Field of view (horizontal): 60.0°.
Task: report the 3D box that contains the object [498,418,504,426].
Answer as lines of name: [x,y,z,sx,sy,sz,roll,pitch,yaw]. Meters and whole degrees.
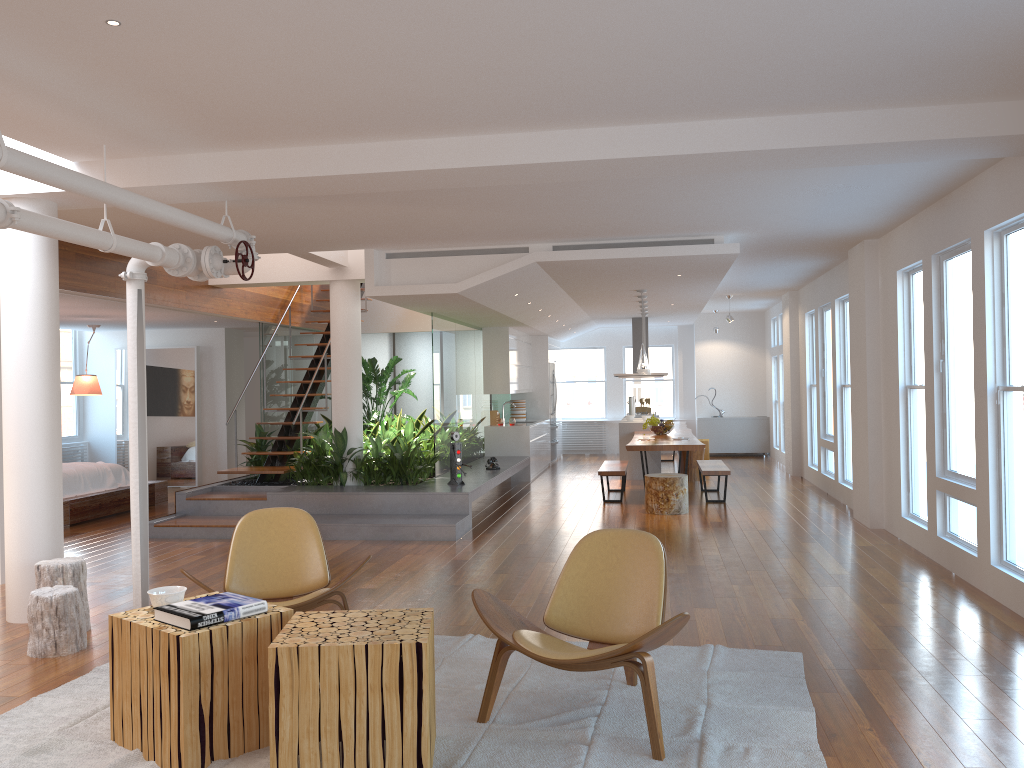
object: [-0.169,0.568,13.270,0.094,0.106,0.094,-1,0,15]

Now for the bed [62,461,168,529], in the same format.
bed: [-5.682,1.239,10.335,2.314,0.595,2.207,-1,0,9]

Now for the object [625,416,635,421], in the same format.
object: [1.787,0.523,13.435,0.152,0.082,0.152,-1,0,-42]

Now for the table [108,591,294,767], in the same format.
table: [-1.245,1.185,3.569,0.548,0.534,0.489,-1,0,39]

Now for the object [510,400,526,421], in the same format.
object: [0.097,0.446,14.817,0.267,0.356,0.266,-1,0,35]

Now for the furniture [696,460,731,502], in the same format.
furniture: [2.456,1.186,10.852,0.316,0.389,1.433,-1,0,9]

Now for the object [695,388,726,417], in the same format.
object: [3.760,0.349,16.727,0.590,0.563,0.210,-1,0,-20]

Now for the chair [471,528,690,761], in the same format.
chair: [0.358,1.044,3.653,0.867,0.752,0.856,-1,0,-31]

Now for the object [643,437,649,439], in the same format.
object: [1.661,0.675,10.993,0.070,0.030,0.079,-1,0,-28]

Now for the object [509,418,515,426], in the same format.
object: [0.003,0.564,13.195,0.094,0.106,0.094,-1,0,15]

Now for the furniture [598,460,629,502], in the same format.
furniture: [1.278,1.209,11.041,0.316,0.389,1.433,-1,0,9]

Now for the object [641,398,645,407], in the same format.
object: [2.322,0.399,15.689,0.057,0.299,0.019,-1,0,9]

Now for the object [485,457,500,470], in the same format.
object: [-0.253,0.983,11.034,0.216,0.155,0.181,-1,0,-26]

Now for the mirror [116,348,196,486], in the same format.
mirror: [-5.314,0.496,13.225,1.267,2.044,0.049,-1,0,9]

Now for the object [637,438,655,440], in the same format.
object: [1.662,0.681,10.993,0.222,0.020,0.222,-1,0,-40]

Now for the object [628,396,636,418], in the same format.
object: [2.018,0.384,14.833,0.172,0.356,0.120,-1,0,-33]

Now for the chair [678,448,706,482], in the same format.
chair: [2.578,1.156,12.733,0.396,0.455,0.402,-1,0,-1]

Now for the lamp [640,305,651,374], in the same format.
lamp: [1.917,-0.675,12.834,0.160,1.060,0.160,-1,0,36]

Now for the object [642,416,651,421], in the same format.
object: [2.014,0.518,13.273,0.152,0.082,0.152,-1,0,-30]

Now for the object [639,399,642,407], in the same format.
object: [2.291,0.399,15.714,0.061,0.299,0.040,-1,0,7]

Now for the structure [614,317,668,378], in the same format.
structure: [2.207,-0.808,15.237,0.909,1.405,0.900,-1,0,9]

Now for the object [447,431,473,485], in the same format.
object: [-0.545,0.784,9.343,0.134,0.565,0.318,-1,0,-45]

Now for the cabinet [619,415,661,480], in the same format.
cabinet: [2.096,0.975,14.354,0.597,0.832,2.936,-1,0,9]

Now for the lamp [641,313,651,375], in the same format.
lamp: [2.146,-0.677,14.262,0.160,1.060,0.160,-1,0,36]

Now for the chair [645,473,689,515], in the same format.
chair: [1.677,1.189,9.621,0.460,0.400,0.460,-1,0,19]

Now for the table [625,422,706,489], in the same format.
table: [2.205,1.034,12.922,0.893,0.704,5.996,-1,0,9]

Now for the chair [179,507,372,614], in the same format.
chair: [-1.158,1.076,4.623,0.856,0.752,0.867,-1,0,14]

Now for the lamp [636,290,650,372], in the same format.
lamp: [1.573,-0.672,10.692,0.160,1.060,0.160,-1,0,36]

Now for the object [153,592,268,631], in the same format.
object: [-1.187,0.893,3.494,0.279,0.048,0.334,-1,0,40]

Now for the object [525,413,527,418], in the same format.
object: [0.127,0.529,15.203,0.284,0.196,0.265,-1,0,-39]

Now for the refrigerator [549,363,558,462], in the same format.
refrigerator: [0.455,0.516,15.968,0.725,1.772,0.908,-1,0,9]

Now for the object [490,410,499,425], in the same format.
object: [-0.267,0.516,13.560,0.104,0.222,0.200,-1,0,9]

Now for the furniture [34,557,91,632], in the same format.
furniture: [-2.666,1.259,5.262,0.290,0.418,0.298,-1,0,-28]

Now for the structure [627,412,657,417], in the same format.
structure: [2.234,0.523,15.262,0.520,0.073,0.650,-1,0,9]

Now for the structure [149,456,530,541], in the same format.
structure: [-1.593,1.279,11.072,3.088,0.386,5.584,-1,0,9]

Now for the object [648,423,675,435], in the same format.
object: [2.010,0.613,11.924,0.360,0.159,0.360,-1,0,-27]

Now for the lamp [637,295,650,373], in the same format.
lamp: [1.688,-0.673,11.406,0.160,1.060,0.160,-1,0,36]

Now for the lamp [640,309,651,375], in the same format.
lamp: [2.032,-0.676,13.548,0.160,1.060,0.160,-1,0,36]

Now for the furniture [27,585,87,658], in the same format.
furniture: [-2.504,1.297,4.877,0.294,0.333,0.292,-1,0,-21]

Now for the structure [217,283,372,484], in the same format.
structure: [-1.737,-0.804,11.763,2.552,4.265,4.591,-1,0,9]

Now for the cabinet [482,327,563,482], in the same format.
cabinet: [0.279,0.303,15.243,0.676,2.280,4.565,-1,0,9]

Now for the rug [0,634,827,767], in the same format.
rug: [-0.624,1.396,3.295,3.525,0.057,3.478,-1,0,13]

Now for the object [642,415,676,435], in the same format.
object: [1.986,0.550,11.942,0.394,0.284,0.292,-1,0,-27]

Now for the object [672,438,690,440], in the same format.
object: [2.070,0.673,10.879,0.222,0.020,0.222,-1,0,1]

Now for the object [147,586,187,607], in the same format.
object: [-1.404,0.881,3.614,0.152,0.082,0.152,-1,0,-30]

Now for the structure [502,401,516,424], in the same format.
structure: [-0.045,0.543,14.278,0.248,0.536,0.115,-1,0,9]

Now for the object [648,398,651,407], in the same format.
object: [2.425,0.398,15.694,0.057,0.294,0.030,-1,0,9]

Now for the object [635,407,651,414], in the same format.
object: [2.291,0.478,15.705,0.353,0.157,0.084,-1,0,9]

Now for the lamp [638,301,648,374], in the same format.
lamp: [1.802,-0.674,12.120,0.160,1.060,0.160,-1,0,36]

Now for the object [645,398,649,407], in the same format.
object: [2.386,0.398,15.682,0.068,0.298,0.039,-1,0,9]

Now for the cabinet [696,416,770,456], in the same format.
cabinet: [4.158,0.986,16.708,1.309,0.725,0.420,-1,0,9]

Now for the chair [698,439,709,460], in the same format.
chair: [3.134,1.156,14.887,0.344,0.430,0.549,-1,0,13]

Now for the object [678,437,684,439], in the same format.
object: [2.070,0.667,10.879,0.070,0.030,0.079,-1,0,-38]

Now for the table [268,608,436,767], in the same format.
table: [-0.574,1.171,3.311,0.548,0.534,0.489,-1,0,-2]
